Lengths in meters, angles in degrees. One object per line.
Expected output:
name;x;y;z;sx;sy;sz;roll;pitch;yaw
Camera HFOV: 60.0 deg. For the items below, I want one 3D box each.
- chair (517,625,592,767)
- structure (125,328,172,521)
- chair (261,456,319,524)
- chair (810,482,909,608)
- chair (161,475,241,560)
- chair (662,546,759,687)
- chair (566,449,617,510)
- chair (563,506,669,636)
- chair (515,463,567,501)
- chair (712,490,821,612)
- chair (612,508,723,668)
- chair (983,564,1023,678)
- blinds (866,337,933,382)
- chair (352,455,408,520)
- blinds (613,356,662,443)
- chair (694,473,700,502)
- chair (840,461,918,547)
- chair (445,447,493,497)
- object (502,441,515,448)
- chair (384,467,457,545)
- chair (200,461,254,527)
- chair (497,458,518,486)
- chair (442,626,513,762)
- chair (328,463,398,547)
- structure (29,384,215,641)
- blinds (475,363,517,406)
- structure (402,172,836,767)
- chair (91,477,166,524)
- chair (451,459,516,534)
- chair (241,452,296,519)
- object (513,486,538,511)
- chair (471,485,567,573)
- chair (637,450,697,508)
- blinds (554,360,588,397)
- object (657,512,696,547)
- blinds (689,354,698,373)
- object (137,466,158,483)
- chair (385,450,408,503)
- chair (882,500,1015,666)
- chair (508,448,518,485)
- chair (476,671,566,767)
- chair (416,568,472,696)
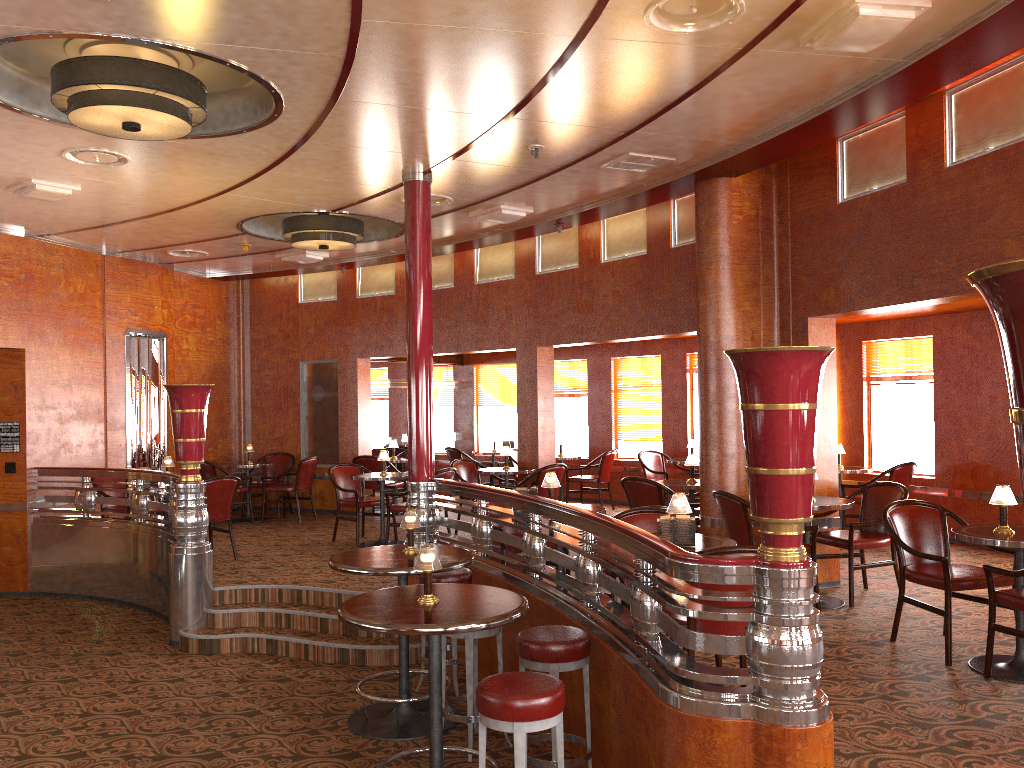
chair;0.201;1.552;4.174;0.350;0.755;0.350;-1;-1;43
structure;-4.226;0.547;10.367;0.557;2.354;0.812;-1;-1;24
chair;-2.735;1.308;11.103;0.615;0.817;0.588;-1;-1;17
chair;2.533;1.133;6.444;0.615;0.817;0.588;-1;-1;-18
chair;-2.877;1.253;8.321;0.615;0.817;0.588;-1;-1;37
chair;0.936;1.108;4.088;0.588;0.817;0.615;-1;-1;-8
chair;1.075;1.262;11.658;0.615;0.817;0.588;-1;-1;27
chair;0.691;1.142;5.537;0.588;0.817;0.615;-1;-1;-28
chair;0.256;1.225;9.235;0.615;0.817;0.588;-1;-1;42
chair;1.732;1.140;6.195;0.615;0.817;0.588;-1;-1;-13
chair;0.812;1.127;4.913;0.588;0.817;0.615;-1;-1;-3
chair;2.742;1.086;4.317;0.588;0.817;0.615;-1;-1;-13
blinds;4.054;-0.248;9.270;0.057;0.439;0.803;-1;-1;-30
chair;-1.702;1.297;11.297;0.588;0.817;0.615;-1;-1;22
blinds;1.739;0.215;12.216;0.803;1.173;0.050;-1;-1;44
chair;2.491;1.214;10.369;0.588;0.817;0.615;0;-1;-38
chair;3.677;1.163;8.795;0.588;0.817;0.615;0;-1;-38
chair;-0.660;1.316;12.993;0.615;0.817;0.588;0;-1;-30
object;-0.056;0.918;13.086;0.169;0.156;0.195;-1;-1;-5
chair;-0.866;1.233;8.805;0.615;0.817;0.588;-1;-1;27
chair;-3.595;1.317;10.901;0.588;0.817;0.615;-1;-1;37
chair;0.168;1.300;12.820;0.588;0.817;0.615;0;-1;-30
chair;-0.213;1.570;4.764;0.350;0.755;0.350;-1;-1;43
chair;-1.617;1.256;9.401;0.615;0.817;0.588;-1;-1;42
structure;-3.477;1.052;8.005;3.169;2.024;0.624;-2;-1;42
blinds;-0.231;0.021;13.770;0.803;0.661;0.050;-1;-1;33
structure;0.112;0.145;5.002;0.549;3.605;4.354;-1;-1;-23
chair;-3.906;1.283;8.990;0.615;0.817;0.588;-1;-1;22
chair;-0.350;1.247;9.853;0.615;0.817;0.588;-1;-1;37
chair;-3.181;1.328;11.706;0.588;0.817;0.615;-1;-1;12
object;0.130;0.768;5.892;0.195;0.156;0.169;0;-1;-28
chair;0.022;1.173;6.530;0.588;0.817;0.615;-1;-1;-28
chair;1.897;1.237;11.046;0.588;0.817;0.615;0;-1;-38
blinds;0.788;-0.071;13.041;0.803;0.539;0.057;-2;-1;38
object;0.777;0.727;4.394;0.169;0.156;0.195;0;-1;-38
blinds;2.598;-0.275;11.311;0.057;0.258;0.803;-1;-1;-41
object;-3.493;0.878;8.582;0.195;0.156;0.169;-1;-1;-3
chair;-1.413;1.310;12.150;0.588;0.817;0.615;-1;-1;22
chair;2.494;1.106;5.118;0.588;0.817;0.615;-1;-1;-18
chair;0.251;1.282;12.020;0.615;0.817;0.588;-1;-1;27
chair;0.038;1.539;3.443;0.350;0.755;0.350;0;-1;-39
chair;-0.428;1.595;5.776;0.350;0.755;0.350;-1;-1;18
